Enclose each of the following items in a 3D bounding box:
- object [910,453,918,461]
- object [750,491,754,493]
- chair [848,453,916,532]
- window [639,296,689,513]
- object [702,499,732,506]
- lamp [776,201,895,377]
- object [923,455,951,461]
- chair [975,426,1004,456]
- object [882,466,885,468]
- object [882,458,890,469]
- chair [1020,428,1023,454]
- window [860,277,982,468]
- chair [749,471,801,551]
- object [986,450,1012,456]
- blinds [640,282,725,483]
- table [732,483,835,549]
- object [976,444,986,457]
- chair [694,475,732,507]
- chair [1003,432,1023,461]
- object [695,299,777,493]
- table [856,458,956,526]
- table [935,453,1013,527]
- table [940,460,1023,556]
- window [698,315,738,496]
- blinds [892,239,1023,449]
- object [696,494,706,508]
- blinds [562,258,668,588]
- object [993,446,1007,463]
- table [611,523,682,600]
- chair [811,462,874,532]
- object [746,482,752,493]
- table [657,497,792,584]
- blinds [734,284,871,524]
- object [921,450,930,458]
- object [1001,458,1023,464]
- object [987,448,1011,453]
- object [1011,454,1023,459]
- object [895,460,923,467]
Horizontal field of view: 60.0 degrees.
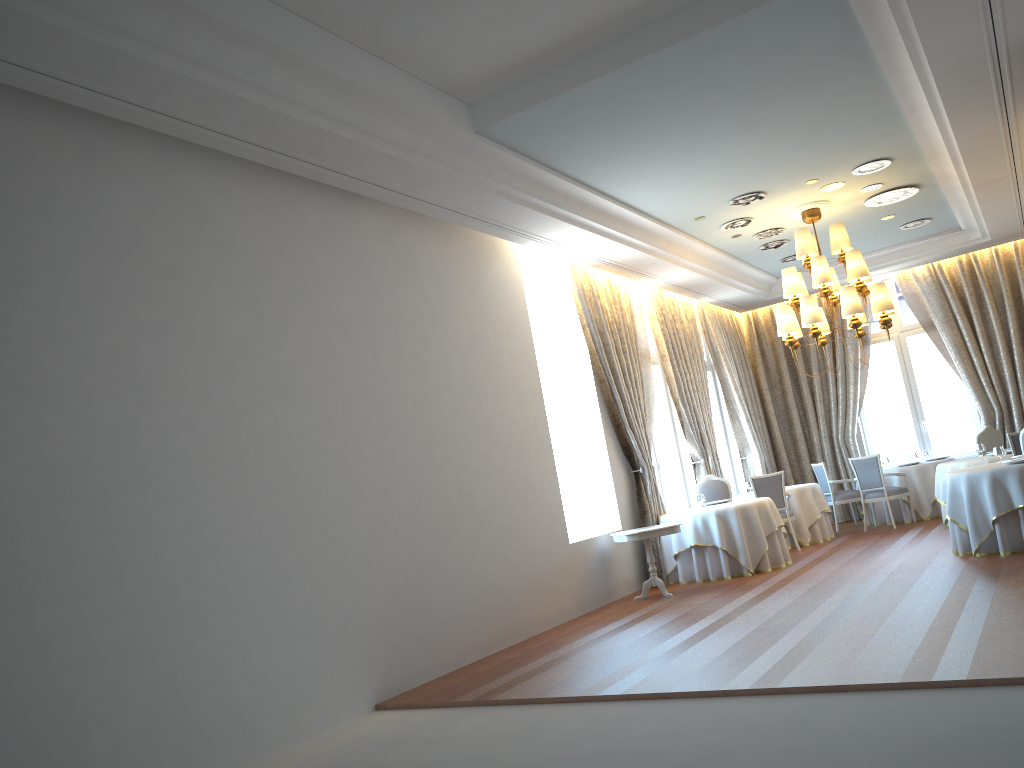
[{"bbox_3d":[6.378,1.180,14.064,0.128,0.165,0.128,-14,-9,30],"label":"object"},{"bbox_3d":[3.733,1.580,13.131,0.419,0.036,0.419,-14,-9,29],"label":"object"},{"bbox_3d":[5.534,1.600,13.329,0.629,1.108,0.650,-2,-11,-44],"label":"chair"},{"bbox_3d":[1.940,0.241,12.735,0.259,3.306,1.882,-14,-9,30],"label":"window"},{"bbox_3d":[2.701,1.563,11.691,0.419,0.036,0.419,-14,-9,29],"label":"object"},{"bbox_3d":[3.951,-1.203,11.093,1.373,2.121,1.373,-7,-8,-22],"label":"lamp"},{"bbox_3d":[6.727,1.180,14.034,0.419,0.036,0.419,-14,-9,29],"label":"object"},{"bbox_3d":[7.007,1.276,13.266,0.563,1.233,0.690,-7,-8,-19],"label":"chair"},{"bbox_3d":[5.818,1.384,14.361,0.419,0.036,0.419,-14,-9,29],"label":"object"},{"bbox_3d":[5.956,1.260,14.116,0.128,0.165,0.128,-14,-9,30],"label":"object"},{"bbox_3d":[5.727,1.045,9.937,0.690,1.233,0.563,-9,-8,-9],"label":"chair"},{"bbox_3d":[6.889,-0.249,15.473,1.881,3.306,0.196,-14,-9,30],"label":"window"},{"bbox_3d":[3.641,1.814,12.476,0.650,1.108,0.629,-11,-8,5],"label":"chair"},{"bbox_3d":[6.428,0.899,11.591,0.419,0.036,0.419,-14,-9,29],"label":"object"},{"bbox_3d":[2.835,0.245,13.650,0.335,4.969,2.257,-14,-9,30],"label":"blinds"},{"bbox_3d":[4.000,2.058,13.497,1.667,0.890,1.663,-13,-8,24],"label":"table"},{"bbox_3d":[6.507,0.916,12.298,0.128,0.165,0.128,-14,-9,30],"label":"object"},{"bbox_3d":[2.840,1.841,12.068,0.563,1.233,0.690,-11,-8,5],"label":"chair"},{"bbox_3d":[6.334,1.137,10.957,0.650,1.108,0.629,-10,-8,1],"label":"chair"},{"bbox_3d":[4.030,0.334,15.482,0.386,4.901,2.121,-14,-9,30],"label":"object"},{"bbox_3d":[6.386,1.734,14.176,1.663,0.890,1.667,-3,-10,-40],"label":"table"},{"bbox_3d":[6.606,1.387,11.915,1.667,0.890,1.663,-2,-11,-45],"label":"table"},{"bbox_3d":[5.333,1.225,9.105,1.663,0.890,1.667,-13,-8,19],"label":"table"},{"bbox_3d":[3.157,0.311,14.802,0.196,3.306,1.881,-14,-9,30],"label":"window"},{"bbox_3d":[7.847,-0.526,14.414,2.476,4.901,0.386,-14,-9,30],"label":"blinds"},{"bbox_3d":[2.444,1.514,11.484,0.128,0.165,0.128,-12,-8,12],"label":"object"},{"bbox_3d":[1.540,0.185,11.560,0.315,4.930,2.204,-14,-9,30],"label":"blinds"},{"bbox_3d":[5.220,0.756,9.484,0.128,0.165,0.128,-6,-9,-29],"label":"object"},{"bbox_3d":[1.590,2.040,10.050,0.761,0.801,0.760,-7,-8,-20],"label":"table"},{"bbox_3d":[5.323,1.771,14.312,0.629,1.108,0.650,-9,-8,-4],"label":"chair"},{"bbox_3d":[3.735,1.620,13.912,0.128,0.165,0.128,-14,-9,30],"label":"object"},{"bbox_3d":[2.626,1.991,11.245,1.663,0.890,1.667,-13,-8,19],"label":"table"},{"bbox_3d":[5.441,0.092,15.862,2.535,4.901,0.386,-14,-9,30],"label":"blinds"},{"bbox_3d":[6.698,1.165,14.368,0.128,0.165,0.128,-14,-9,30],"label":"object"},{"bbox_3d":[5.068,0.749,8.755,0.419,0.036,0.419,-14,-9,29],"label":"object"},{"bbox_3d":[6.821,0.928,12.310,0.419,0.036,0.419,-14,-9,29],"label":"object"},{"bbox_3d":[5.563,0.761,9.473,0.419,0.036,0.419,-14,-9,29],"label":"object"},{"bbox_3d":[6.177,1.245,13.806,0.419,0.036,0.419,-14,-9,29],"label":"object"}]
